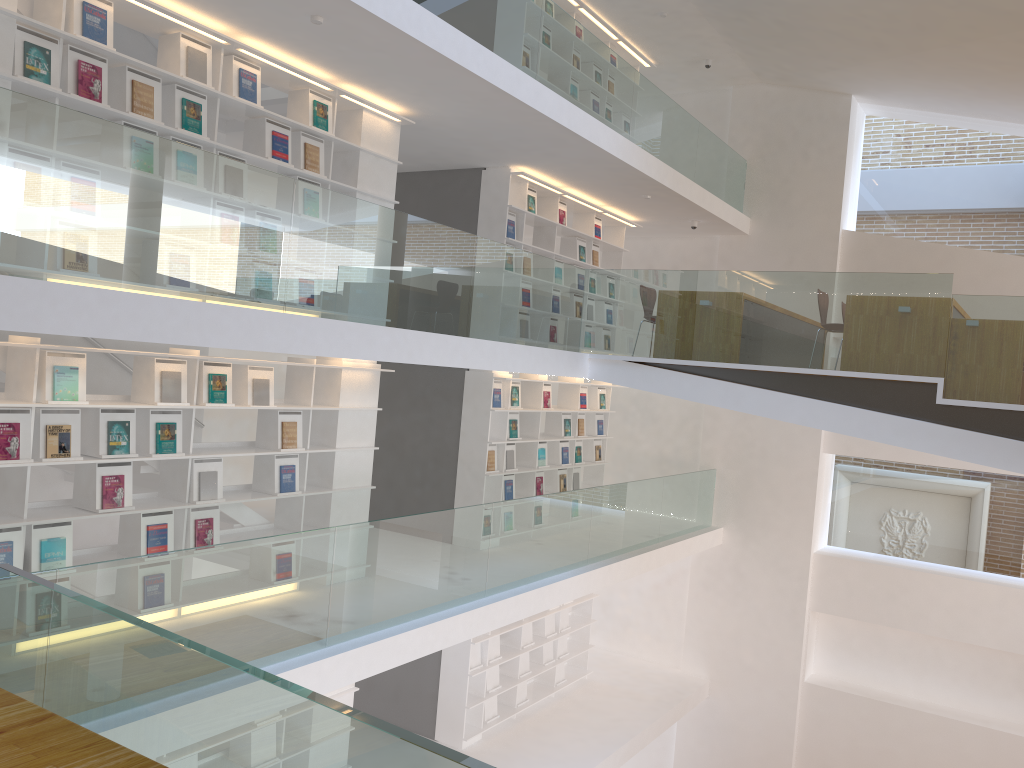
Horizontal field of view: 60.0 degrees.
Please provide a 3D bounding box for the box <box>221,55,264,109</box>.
[{"bbox_3d":[-1.883,-2.060,6.090,0.274,0.296,0.245,5,1,32],"label":"box"}]

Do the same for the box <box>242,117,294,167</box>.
[{"bbox_3d":[-1.741,-1.725,6.369,0.274,0.296,0.245,5,1,32],"label":"box"}]

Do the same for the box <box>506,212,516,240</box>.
[{"bbox_3d":[-0.101,-1.626,9.155,0.274,0.296,0.245,5,1,32],"label":"box"}]

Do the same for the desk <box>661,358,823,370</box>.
[{"bbox_3d":[2.434,-0.447,9.008,0.760,0.606,3.194,5,1,32],"label":"desk"}]

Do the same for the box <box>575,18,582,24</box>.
[{"bbox_3d":[0.655,-3.960,10.020,0.274,0.296,0.245,5,1,32],"label":"box"}]

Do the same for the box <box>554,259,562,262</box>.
[{"bbox_3d":[0.437,-1.264,10.080,0.274,0.296,0.245,5,1,32],"label":"box"}]

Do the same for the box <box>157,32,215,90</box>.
[{"bbox_3d":[-2.102,-2.073,5.734,0.274,0.296,0.245,5,1,32],"label":"box"}]

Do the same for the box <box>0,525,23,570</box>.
[{"bbox_3d":[-2.887,0.931,4.919,0.274,0.296,0.245,5,1,32],"label":"box"}]

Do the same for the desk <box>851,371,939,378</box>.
[{"bbox_3d":[3.980,-0.226,8.047,1.248,0.757,3.196,5,1,32],"label":"desk"}]

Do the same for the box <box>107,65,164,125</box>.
[{"bbox_3d":[-2.314,-1.757,5.439,0.274,0.296,0.245,5,1,32],"label":"box"}]

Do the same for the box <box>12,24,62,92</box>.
[{"bbox_3d":[-2.660,-1.779,4.876,0.274,0.296,0.245,5,1,32],"label":"box"}]

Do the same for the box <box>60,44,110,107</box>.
[{"bbox_3d":[-2.512,-1.769,5.141,0.274,0.296,0.245,5,1,32],"label":"box"}]

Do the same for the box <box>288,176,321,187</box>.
[{"bbox_3d":[-1.590,-1.384,6.665,0.274,0.296,0.245,5,1,32],"label":"box"}]

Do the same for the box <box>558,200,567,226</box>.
[{"bbox_3d":[0.483,-1.920,10.050,0.274,0.296,0.245,5,1,32],"label":"box"}]

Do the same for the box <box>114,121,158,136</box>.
[{"bbox_3d":[-2.340,-1.429,5.446,0.274,0.296,0.245,5,1,32],"label":"box"}]

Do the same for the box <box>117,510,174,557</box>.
[{"bbox_3d":[-2.364,0.963,5.769,0.274,0.296,0.245,5,1,32],"label":"box"}]

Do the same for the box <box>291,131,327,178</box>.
[{"bbox_3d":[-1.564,-1.711,6.659,0.274,0.296,0.245,5,1,32],"label":"box"}]

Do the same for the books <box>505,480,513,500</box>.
[{"bbox_3d":[-0.033,1.133,9.481,0.037,0.210,0.145,5,1,32],"label":"books"}]

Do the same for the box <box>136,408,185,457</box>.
[{"bbox_3d":[-2.306,0.308,5.764,0.274,0.296,0.245,5,1,32],"label":"box"}]

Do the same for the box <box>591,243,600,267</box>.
[{"bbox_3d":[0.936,-1.563,10.841,0.274,0.296,0.245,5,1,32],"label":"box"}]

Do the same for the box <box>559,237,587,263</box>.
[{"bbox_3d":[0.746,-1.574,10.533,0.274,0.296,0.245,5,1,32],"label":"box"}]

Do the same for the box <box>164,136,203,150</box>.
[{"bbox_3d":[-2.163,-1.418,5.734,0.274,0.296,0.245,5,1,32],"label":"box"}]

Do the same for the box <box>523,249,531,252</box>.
[{"bbox_3d":[0.071,-1.286,9.485,0.274,0.296,0.245,5,1,32],"label":"box"}]

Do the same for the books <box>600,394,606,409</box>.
[{"bbox_3d":[1.151,0.229,11.263,0.037,0.210,0.145,5,1,32],"label":"books"}]

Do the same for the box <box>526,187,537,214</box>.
[{"bbox_3d":[0.125,-1.940,9.474,0.274,0.296,0.245,5,1,32],"label":"box"}]

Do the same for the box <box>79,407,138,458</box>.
[{"bbox_3d":[-2.486,0.290,5.469,0.274,0.296,0.245,5,1,32],"label":"box"}]

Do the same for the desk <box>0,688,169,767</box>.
[{"bbox_3d":[-1.862,0.943,0.317,1.285,0.918,3.236,5,1,32],"label":"desk"}]

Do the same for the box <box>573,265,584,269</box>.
[{"bbox_3d":[0.719,-1.247,10.538,0.274,0.296,0.245,5,1,32],"label":"box"}]

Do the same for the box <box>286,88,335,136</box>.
[{"bbox_3d":[-1.510,-2.038,6.696,0.274,0.296,0.245,5,1,32],"label":"box"}]

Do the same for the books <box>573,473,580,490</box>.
[{"bbox_3d":[0.782,1.190,10.807,0.037,0.210,0.145,5,1,32],"label":"books"}]

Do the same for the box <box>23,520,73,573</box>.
[{"bbox_3d":[-2.732,0.940,5.171,0.274,0.296,0.245,5,1,32],"label":"box"}]

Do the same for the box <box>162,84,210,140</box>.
[{"bbox_3d":[-2.133,-1.746,5.733,0.274,0.296,0.245,5,1,32],"label":"box"}]

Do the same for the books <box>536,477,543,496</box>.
[{"bbox_3d":[0.311,1.158,10.047,0.037,0.210,0.145,5,1,32],"label":"books"}]

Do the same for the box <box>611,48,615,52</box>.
[{"bbox_3d":[1.135,-3.929,10.806,0.274,0.296,0.245,5,1,32],"label":"box"}]

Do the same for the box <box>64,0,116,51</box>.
[{"bbox_3d":[-2.473,-2.096,5.130,0.274,0.296,0.245,5,1,32],"label":"box"}]

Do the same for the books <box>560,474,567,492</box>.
[{"bbox_3d":[0.608,1.179,10.524,0.037,0.210,0.145,5,1,32],"label":"books"}]

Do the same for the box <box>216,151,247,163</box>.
[{"bbox_3d":[-1.970,-1.407,6.049,0.274,0.296,0.245,5,1,32],"label":"box"}]

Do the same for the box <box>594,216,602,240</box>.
[{"bbox_3d":[0.963,-1.890,10.836,0.274,0.296,0.245,5,1,32],"label":"box"}]

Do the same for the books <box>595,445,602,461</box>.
[{"bbox_3d":[1.100,0.888,11.275,0.037,0.210,0.145,5,1,32],"label":"books"}]

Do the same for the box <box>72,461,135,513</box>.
[{"bbox_3d":[-2.511,0.617,5.479,0.274,0.296,0.245,5,1,32],"label":"box"}]

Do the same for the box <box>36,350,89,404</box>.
[{"bbox_3d":[-2.647,-0.042,5.160,0.274,0.296,0.245,5,1,32],"label":"box"}]

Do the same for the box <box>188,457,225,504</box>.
[{"bbox_3d":[-2.143,0.647,6.079,0.274,0.296,0.245,5,1,32],"label":"box"}]

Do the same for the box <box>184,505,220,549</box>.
[{"bbox_3d":[-2.167,0.974,6.089,0.274,0.296,0.245,5,1,32],"label":"box"}]

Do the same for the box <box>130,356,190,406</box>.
[{"bbox_3d":[-2.275,-0.020,5.765,0.274,0.296,0.245,5,1,32],"label":"box"}]

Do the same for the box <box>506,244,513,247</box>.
[{"bbox_3d":[-0.126,-1.298,9.165,0.274,0.296,0.245,5,1,32],"label":"box"}]
